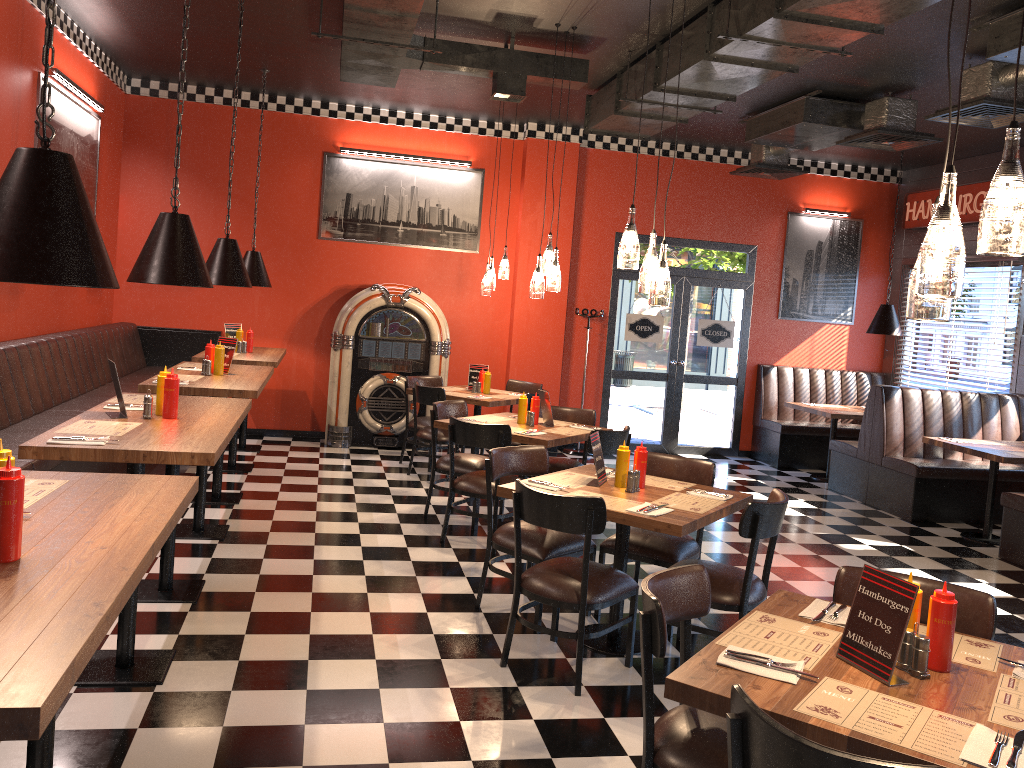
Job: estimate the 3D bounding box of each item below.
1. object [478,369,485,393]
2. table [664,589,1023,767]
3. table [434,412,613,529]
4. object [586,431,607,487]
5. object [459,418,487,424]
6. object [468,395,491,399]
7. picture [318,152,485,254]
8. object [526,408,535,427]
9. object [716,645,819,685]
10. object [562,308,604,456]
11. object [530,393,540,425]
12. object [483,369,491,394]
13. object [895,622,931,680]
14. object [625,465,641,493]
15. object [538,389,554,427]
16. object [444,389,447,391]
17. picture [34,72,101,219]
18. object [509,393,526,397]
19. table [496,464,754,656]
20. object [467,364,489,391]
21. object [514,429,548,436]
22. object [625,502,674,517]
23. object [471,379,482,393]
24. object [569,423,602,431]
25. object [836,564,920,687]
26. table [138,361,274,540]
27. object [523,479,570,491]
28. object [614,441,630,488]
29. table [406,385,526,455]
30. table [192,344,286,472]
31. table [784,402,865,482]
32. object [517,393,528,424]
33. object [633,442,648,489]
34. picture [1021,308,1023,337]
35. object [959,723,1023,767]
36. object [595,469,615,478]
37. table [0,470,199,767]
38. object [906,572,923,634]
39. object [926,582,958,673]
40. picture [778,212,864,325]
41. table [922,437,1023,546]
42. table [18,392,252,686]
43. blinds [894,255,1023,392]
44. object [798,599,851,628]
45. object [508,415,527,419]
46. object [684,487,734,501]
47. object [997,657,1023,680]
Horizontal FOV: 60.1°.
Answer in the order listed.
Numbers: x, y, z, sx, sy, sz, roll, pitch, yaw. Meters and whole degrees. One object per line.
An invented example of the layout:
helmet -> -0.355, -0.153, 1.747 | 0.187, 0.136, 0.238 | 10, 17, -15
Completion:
object -> -0.290, -0.038, 8.558 | 0.068, 0.237, 0.068 | 4, 3, -15
table -> 1.011, 1.150, 2.355 | 0.959, 0.772, 0.960 | 7, 5, 33
table -> 0.070, 0.686, 6.546 | 0.962, 0.772, 0.957 | 7, 5, 33
object -> 0.445, 0.383, 4.557 | 0.072, 0.256, 0.188 | 5, 4, 18
object -> -0.280, 0.269, 6.469 | 0.255, 0.019, 0.157 | 7, 6, 26
object -> -0.283, 0.116, 8.100 | 0.158, 0.019, 0.255 | 8, 7, 36
picture -> -1.204, -1.988, 9.784 | 1.768, 0.938, 0.023 | 3, 3, -12
object -> 0.137, 0.240, 6.499 | 0.046, 0.136, 0.094 | 3, 4, -22
object -> 0.672, 0.730, 2.314 | 0.255, 0.019, 0.157 | 7, 6, 27
object -> 0.820, -0.031, 10.101 | 0.375, 1.655, 0.375 | 5, 3, 10
object -> 0.171, 0.182, 6.591 | 0.068, 0.237, 0.068 | 4, 3, -7
object -> -0.236, -0.026, 8.482 | 0.068, 0.237, 0.068 | 4, 3, -15
object -> 1.067, 0.699, 2.351 | 0.046, 0.136, 0.094 | 3, 4, -22
object -> 0.608, 0.470, 4.425 | 0.047, 0.136, 0.093 | 7, 4, 38
object -> 0.253, 0.179, 6.585 | 0.072, 0.256, 0.189 | 3, 4, -22
object -> -0.730, 0.048, 8.456 | 0.255, 0.019, 0.157 | 8, 6, 35
picture -> -3.677, -1.914, 7.374 | 0.023, 0.937, 1.776 | 4, 5, -12
object -> 0.066, 0.103, 8.535 | 0.255, 0.019, 0.157 | 8, 6, 33
table -> 0.560, 0.918, 4.465 | 0.962, 0.772, 0.957 | 7, 5, 33
object -> -0.331, -0.059, 8.653 | 0.188, 0.256, 0.072 | 4, 3, -2
object -> 0.141, 0.332, 6.145 | 0.158, 0.019, 0.255 | 8, 6, 35
object -> 0.640, 0.566, 4.044 | 0.158, 0.019, 0.255 | 8, 6, 35
object -> -0.335, 0.018, 8.479 | 0.093, 0.136, 0.047 | 4, 3, -12
object -> 0.530, 0.318, 6.616 | 0.256, 0.019, 0.157 | 8, 7, 36
object -> 0.963, 0.630, 2.340 | 0.072, 0.256, 0.189 | 3, 4, -22
table -> -2.124, 0.428, 6.264 | 0.695, 0.997, 1.698 | 4, 5, -12
object -> 0.186, 0.499, 4.391 | 0.255, 0.019, 0.157 | 8, 6, 34
object -> 0.564, 0.406, 4.514 | 0.068, 0.237, 0.068 | 4, 3, -7
table -> -0.366, 0.468, 8.521 | 0.962, 0.772, 0.957 | 7, 5, 33
table -> -2.557, 0.199, 8.356 | 0.695, 0.997, 1.698 | 4, 5, -12
table -> 3.998, 0.687, 9.820 | 1.690, 0.772, 0.960 | 3, 4, -12
object -> 0.079, 0.176, 6.573 | 0.068, 0.237, 0.068 | 4, 3, -7
object -> 0.655, 0.412, 4.531 | 0.068, 0.237, 0.068 | 4, 3, -7
picture -> 5.191, -0.726, 8.753 | 0.012, 0.535, 0.352 | 4, 4, -12
object -> 1.086, 0.798, 1.940 | 0.158, 0.019, 0.255 | 8, 7, 36
object -> 0.549, 0.487, 4.817 | 0.158, 0.019, 0.255 | 7, 6, 26
table -> -1.268, 0.880, 2.130 | 0.695, 0.997, 1.698 | 4, 5, -12
object -> 1.098, 0.639, 2.462 | 0.068, 0.237, 0.068 | 5, 3, 3
object -> 1.159, 0.650, 2.392 | 0.068, 0.237, 0.068 | 6, 3, 31
picture -> 3.789, -1.408, 10.861 | 1.022, 1.298, 0.016 | 4, 3, -12
table -> 4.483, 0.943, 7.475 | 1.690, 0.772, 0.960 | 3, 4, -12
table -> -1.697, 0.654, 4.202 | 0.695, 0.997, 1.698 | 4, 5, -12
blinds -> 4.921, -0.605, 9.919 | 0.099, 1.631, 1.875 | 4, 4, -12
object -> 0.992, 0.714, 2.758 | 0.158, 0.019, 0.255 | 8, 6, 34
object -> 0.074, 0.253, 6.929 | 0.158, 0.019, 0.255 | 8, 6, 33
object -> 0.981, 0.552, 4.485 | 0.255, 0.019, 0.157 | 8, 6, 32
object -> 1.446, 0.784, 2.387 | 0.256, 0.019, 0.157 | 8, 7, 37
